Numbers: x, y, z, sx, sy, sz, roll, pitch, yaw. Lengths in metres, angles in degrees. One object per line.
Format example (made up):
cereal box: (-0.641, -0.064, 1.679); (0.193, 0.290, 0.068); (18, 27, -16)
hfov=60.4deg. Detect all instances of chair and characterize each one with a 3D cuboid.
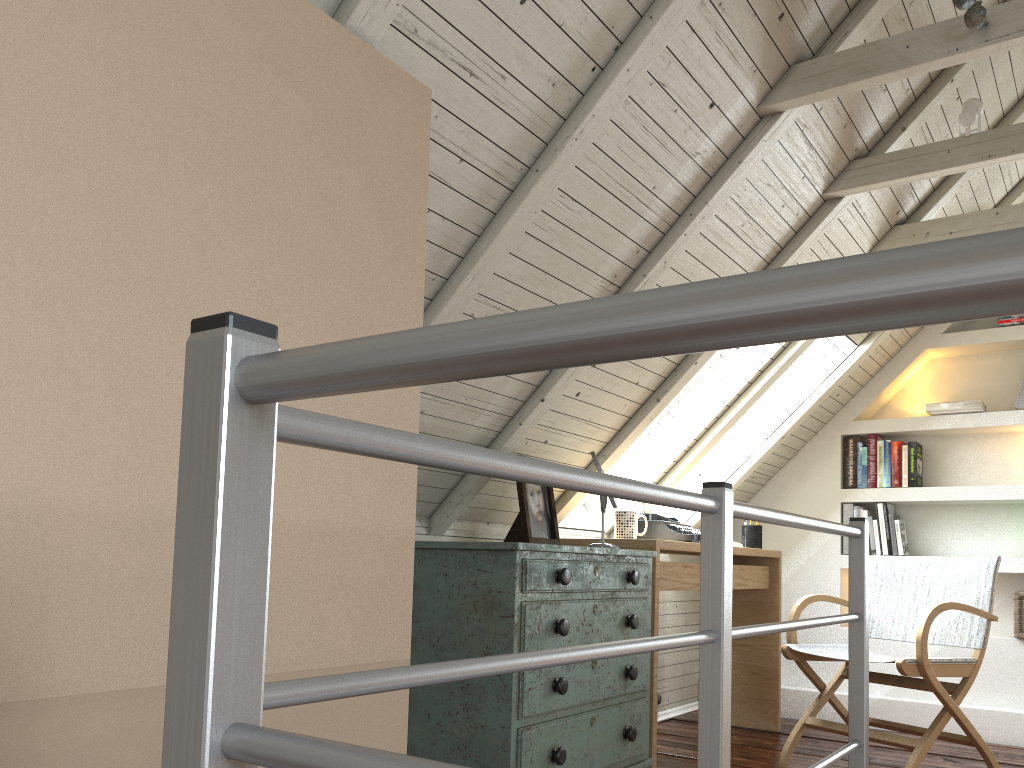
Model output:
chair: (1.331, 0.991, 3.102); (0.562, 0.781, 0.555); (6, -8, -30)

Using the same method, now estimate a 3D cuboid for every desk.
desk: (0.682, 1.048, 3.520); (0.378, 0.795, 1.340); (-2, -10, 34)

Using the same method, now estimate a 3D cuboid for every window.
window: (1.574, 0.277, 3.471); (3.094, 1.357, 1.424); (-1, -8, 12)

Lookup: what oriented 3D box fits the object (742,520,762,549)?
object: (1.084, 0.661, 3.975); (0.088, 0.184, 0.089); (2, -6, -2)

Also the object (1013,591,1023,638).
object: (2.312, 1.006, 3.832); (0.205, 0.198, 0.207); (-4, -10, 34)

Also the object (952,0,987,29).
object: (0.872, -0.772, 1.686); (0.060, 0.066, 0.287); (-3, -12, 33)

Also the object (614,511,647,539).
object: (0.411, 0.496, 3.079); (0.108, 0.099, 0.084); (4, -8, -14)

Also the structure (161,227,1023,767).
structure: (0.570, 0.579, 0.871); (0.839, 0.982, 1.659); (-3, -11, 34)

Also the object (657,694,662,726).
object: (0.414, 1.227, 3.115); (0.224, 0.249, 0.227); (-2, -9, 29)

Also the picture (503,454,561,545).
picture: (0.038, 0.350, 2.604); (0.147, 0.256, 0.204); (-2, -8, 29)

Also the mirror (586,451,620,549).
mirror: (0.296, 0.375, 2.839); (0.113, 0.315, 0.209); (3, -7, -12)

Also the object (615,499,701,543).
object: (0.613, 0.503, 3.429); (0.355, 0.235, 0.393); (-4, -11, 29)

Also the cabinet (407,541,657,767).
cabinet: (0.083, 0.861, 2.583); (0.417, 0.758, 0.813); (-2, -9, 34)
